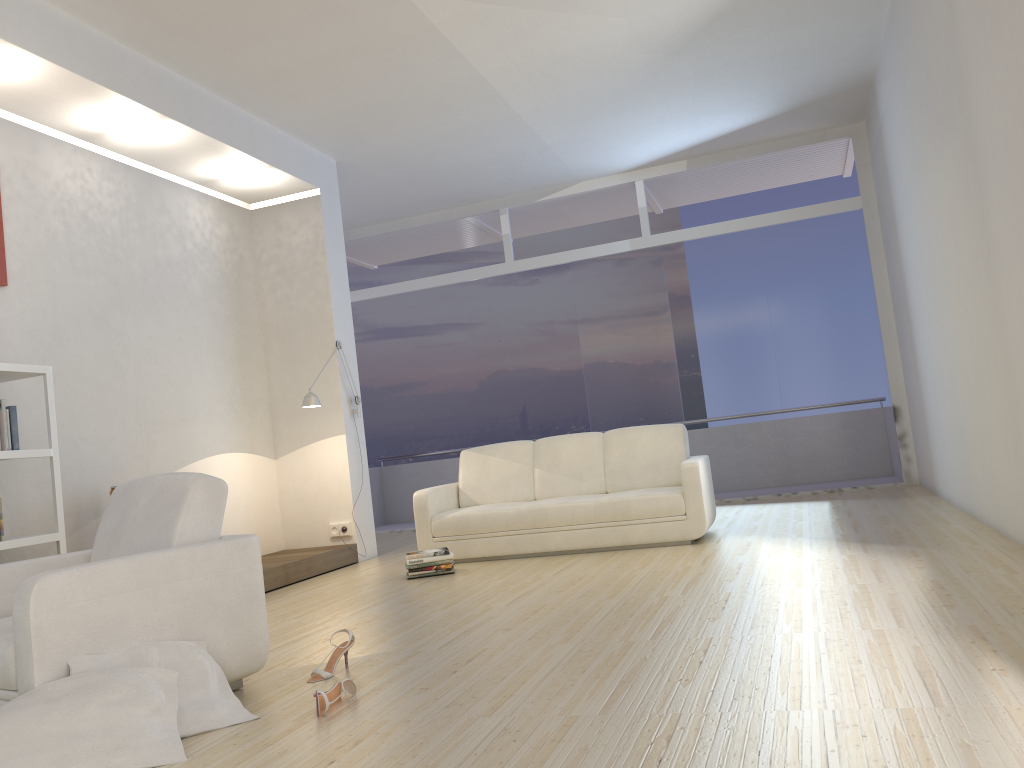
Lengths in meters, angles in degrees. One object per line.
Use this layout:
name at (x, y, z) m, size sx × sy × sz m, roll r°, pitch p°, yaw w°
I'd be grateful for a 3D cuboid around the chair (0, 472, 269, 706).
chair at (-1.565, 0.780, 3.372) m, size 0.919 × 0.828 × 0.941 m, roll -10°, pitch -5°, yaw 38°

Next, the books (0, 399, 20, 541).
books at (-2.847, 0.449, 4.399) m, size 0.215 × 0.743 × 0.831 m, roll -8°, pitch -4°, yaw 18°

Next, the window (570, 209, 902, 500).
window at (2.200, -0.190, 9.121) m, size 2.988 × 2.706 × 0.012 m, roll -8°, pitch -4°, yaw 18°

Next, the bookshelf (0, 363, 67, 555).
bookshelf at (-2.970, 0.594, 4.243) m, size 0.465 × 1.396 × 1.599 m, roll -8°, pitch -4°, yaw 18°

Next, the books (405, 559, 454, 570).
books at (-0.572, 1.236, 6.141) m, size 0.328 × 0.027 × 0.247 m, roll -6°, pitch -4°, yaw -7°

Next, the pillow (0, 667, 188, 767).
pillow at (-1.339, 1.033, 2.615) m, size 0.712 × 0.287 × 0.299 m, roll -5°, pitch -5°, yaw -19°

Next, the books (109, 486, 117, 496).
books at (-2.344, 0.979, 5.645) m, size 0.329 × 0.694 × 0.270 m, roll -8°, pitch -4°, yaw 18°

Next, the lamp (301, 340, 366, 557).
lamp at (-1.468, 0.542, 7.303) m, size 0.204 × 1.841 × 0.891 m, roll -8°, pitch -4°, yaw 13°

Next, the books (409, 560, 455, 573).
books at (-0.550, 1.261, 6.139) m, size 0.287 × 0.025 × 0.247 m, roll -7°, pitch -4°, yaw 2°

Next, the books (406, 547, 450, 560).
books at (-0.585, 1.174, 6.145) m, size 0.287 × 0.025 × 0.247 m, roll -6°, pitch -4°, yaw -9°

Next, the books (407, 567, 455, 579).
books at (-0.564, 1.303, 6.136) m, size 0.328 × 0.018 × 0.247 m, roll -6°, pitch -4°, yaw -7°

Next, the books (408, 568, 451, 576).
books at (-0.572, 1.285, 6.137) m, size 0.287 × 0.018 × 0.247 m, roll -6°, pitch -4°, yaw -9°

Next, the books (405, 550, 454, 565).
books at (-0.576, 1.204, 6.144) m, size 0.319 × 0.038 × 0.247 m, roll -6°, pitch -4°, yaw -11°

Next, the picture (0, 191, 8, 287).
picture at (-3.566, -1.031, 3.784) m, size 0.030 × 0.794 × 3.227 m, roll -8°, pitch -4°, yaw 18°

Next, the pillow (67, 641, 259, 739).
pillow at (-1.181, 0.999, 2.859) m, size 0.615 × 0.315 × 0.312 m, roll -3°, pitch -6°, yaw -45°

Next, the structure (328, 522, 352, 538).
structure at (-1.455, 1.235, 7.507) m, size 0.206 × 0.114 × 0.028 m, roll -8°, pitch -4°, yaw 18°

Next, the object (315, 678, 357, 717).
object at (-0.632, 1.053, 2.990) m, size 0.121 × 0.091 × 0.287 m, roll -8°, pitch -4°, yaw 16°

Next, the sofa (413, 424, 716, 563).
sofa at (0.411, 0.820, 6.806) m, size 2.166 × 0.862 × 0.941 m, roll -8°, pitch -4°, yaw 18°

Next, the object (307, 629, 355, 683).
object at (-0.715, 1.064, 3.494) m, size 0.089 × 0.149 × 0.265 m, roll -9°, pitch -5°, yaw 31°
